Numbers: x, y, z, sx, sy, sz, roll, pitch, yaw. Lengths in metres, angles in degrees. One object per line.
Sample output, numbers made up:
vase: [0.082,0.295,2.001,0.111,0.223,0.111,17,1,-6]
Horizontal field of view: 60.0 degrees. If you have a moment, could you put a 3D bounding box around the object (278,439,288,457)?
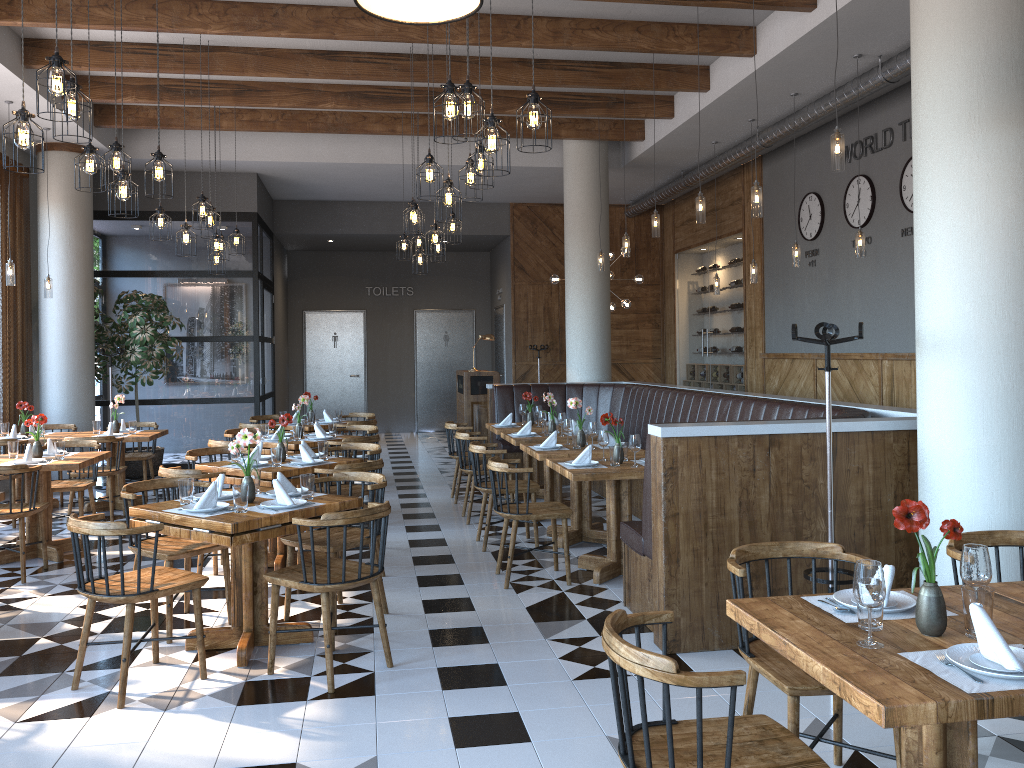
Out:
object: [-1.750,0.491,6.778,0.080,0.132,0.080,-1,0,-4]

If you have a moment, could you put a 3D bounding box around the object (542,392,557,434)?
object: [0.351,0.273,8.284,0.146,0.400,0.206,-1,0,-2]

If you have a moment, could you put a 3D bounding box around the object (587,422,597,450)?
object: [0.636,0.407,7.013,0.081,0.215,0.081,-1,0,44]

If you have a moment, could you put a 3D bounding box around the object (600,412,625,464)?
object: [0.691,0.370,6.092,0.171,0.355,0.156,-1,0,-7]

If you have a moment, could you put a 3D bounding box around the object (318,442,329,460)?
object: [-1.393,0.495,6.537,0.080,0.132,0.080,-1,0,-4]

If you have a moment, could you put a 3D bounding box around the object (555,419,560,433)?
object: [0.417,0.402,8.414,0.080,0.132,0.080,-1,0,-9]

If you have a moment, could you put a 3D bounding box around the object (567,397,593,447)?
object: [0.556,0.309,7.204,0.206,0.400,0.146,-1,0,-7]

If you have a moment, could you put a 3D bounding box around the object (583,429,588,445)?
object: [0.596,0.438,7.327,0.080,0.132,0.080,-1,0,-9]

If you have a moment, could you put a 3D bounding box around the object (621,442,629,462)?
object: [0.779,0.476,6.215,0.080,0.132,0.080,-1,0,-9]

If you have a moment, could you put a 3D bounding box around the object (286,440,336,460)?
object: [-1.536,0.489,6.695,0.352,0.137,0.272,0,2,36]

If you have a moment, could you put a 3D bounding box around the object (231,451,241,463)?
object: [-2.002,0.508,6.424,0.080,0.132,0.080,-1,0,-4]

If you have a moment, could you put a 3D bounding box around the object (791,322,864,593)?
object: [1.508,0.539,4.199,0.374,1.659,0.374,-1,0,-32]

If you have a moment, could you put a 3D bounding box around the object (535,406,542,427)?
object: [0.278,0.334,9.189,0.081,0.215,0.081,-1,0,22]

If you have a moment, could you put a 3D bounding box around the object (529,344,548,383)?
object: [0.457,0.172,14.762,0.374,1.659,0.374,-1,0,13]

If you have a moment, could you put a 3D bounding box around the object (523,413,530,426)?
object: [0.152,0.375,9.251,0.080,0.132,0.080,-1,0,-24]

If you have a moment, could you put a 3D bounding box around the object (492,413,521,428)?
object: [-0.065,0.373,9.318,0.272,0.137,0.352,-1,2,-9]

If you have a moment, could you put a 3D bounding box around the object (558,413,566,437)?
object: [0.457,0.371,8.100,0.081,0.215,0.081,-1,0,22]

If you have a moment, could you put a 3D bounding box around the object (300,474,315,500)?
object: [-1.102,0.555,4.770,0.080,0.132,0.080,-1,0,-44]

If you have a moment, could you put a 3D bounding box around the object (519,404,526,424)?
object: [0.112,0.324,9.526,0.081,0.215,0.081,-1,0,-18]

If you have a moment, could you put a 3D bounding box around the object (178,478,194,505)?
object: [-1.711,0.568,4.656,0.080,0.132,0.080,-1,0,-34]

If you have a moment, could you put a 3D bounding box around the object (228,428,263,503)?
object: [-1.408,0.429,4.677,0.206,0.400,0.146,-1,0,10]

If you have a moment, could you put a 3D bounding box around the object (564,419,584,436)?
object: [0.633,0.400,8.311,0.272,0.137,0.352,-1,2,-9]

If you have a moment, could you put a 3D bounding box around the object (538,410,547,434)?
object: [0.291,0.361,8.436,0.081,0.215,0.081,-1,0,-18]

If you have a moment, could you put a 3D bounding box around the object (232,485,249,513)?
object: [-1.348,0.572,4.404,0.080,0.132,0.080,-1,0,-34]

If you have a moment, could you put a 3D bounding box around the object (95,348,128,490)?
object: [-4.759,0.399,10.520,0.374,1.659,0.374,-1,0,13]

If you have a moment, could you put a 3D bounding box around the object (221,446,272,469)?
object: [-1.841,0.509,6.258,0.352,0.137,0.272,0,2,36]

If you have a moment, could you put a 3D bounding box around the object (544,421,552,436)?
object: [0.331,0.412,8.162,0.080,0.132,0.080,-1,0,-24]

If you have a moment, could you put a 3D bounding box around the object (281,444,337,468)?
object: [-1.468,0.501,6.323,0.272,0.137,0.352,0,2,36]

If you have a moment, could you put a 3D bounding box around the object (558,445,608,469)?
object: [0.476,0.484,6.033,0.272,0.137,0.352,-1,2,-9]

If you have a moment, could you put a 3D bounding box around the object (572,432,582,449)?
object: [0.514,0.450,7.049,0.080,0.132,0.080,-1,0,-4]

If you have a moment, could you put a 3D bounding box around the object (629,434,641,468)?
object: [0.820,0.445,5.901,0.081,0.215,0.081,-1,0,-40]

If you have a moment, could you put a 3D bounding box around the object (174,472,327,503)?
object: [-1.430,0.554,4.864,0.577,0.137,0.582,1,2,36]

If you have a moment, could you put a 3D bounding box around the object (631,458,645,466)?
object: [0.996,0.474,6.109,0.272,0.137,0.352,-1,2,-9]

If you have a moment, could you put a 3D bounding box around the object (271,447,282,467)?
object: [-1.639,0.512,6.172,0.080,0.132,0.080,-1,0,6]

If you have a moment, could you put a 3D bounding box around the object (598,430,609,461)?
object: [0.648,0.434,6.269,0.081,0.215,0.081,-1,0,-1]

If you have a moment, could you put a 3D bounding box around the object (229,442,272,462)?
object: [-1.909,0.497,6.630,0.272,0.137,0.352,0,2,36]

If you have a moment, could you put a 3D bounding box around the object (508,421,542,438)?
object: [0.114,0.410,8.235,0.272,0.137,0.352,-1,2,-9]

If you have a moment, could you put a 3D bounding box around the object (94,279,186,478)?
object: [-5.050,-0.091,11.266,1.635,2.593,1.379,-1,0,-25]

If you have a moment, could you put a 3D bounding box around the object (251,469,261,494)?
object: [-1.459,0.551,5.011,0.080,0.132,0.080,-1,0,-44]

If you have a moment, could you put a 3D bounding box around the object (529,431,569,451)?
object: [0.294,0.447,7.141,0.272,0.137,0.352,-1,2,-9]

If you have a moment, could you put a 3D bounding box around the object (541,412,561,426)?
object: [0.455,0.363,9.395,0.272,0.137,0.352,-1,2,-9]

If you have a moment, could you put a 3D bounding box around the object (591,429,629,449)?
object: [0.813,0.437,7.217,0.272,0.137,0.352,-1,2,-9]

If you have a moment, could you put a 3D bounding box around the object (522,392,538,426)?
object: [0.190,0.259,9.372,0.156,0.355,0.171,-1,0,-16]

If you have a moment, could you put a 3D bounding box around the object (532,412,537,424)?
object: [0.238,0.365,9.503,0.080,0.132,0.080,-1,0,-9]

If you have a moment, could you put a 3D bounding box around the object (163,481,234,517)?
object: [-1.553,0.569,4.488,0.352,0.137,0.272,0,2,36]

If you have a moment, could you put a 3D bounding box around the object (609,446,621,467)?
object: [0.693,0.486,5.962,0.080,0.132,0.080,-1,0,-24]

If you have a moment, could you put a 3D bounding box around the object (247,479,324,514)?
object: [-1.180,0.561,4.553,0.272,0.137,0.352,0,2,36]

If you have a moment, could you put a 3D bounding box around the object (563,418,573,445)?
object: [0.465,0.397,7.378,0.081,0.215,0.081,-1,0,44]
